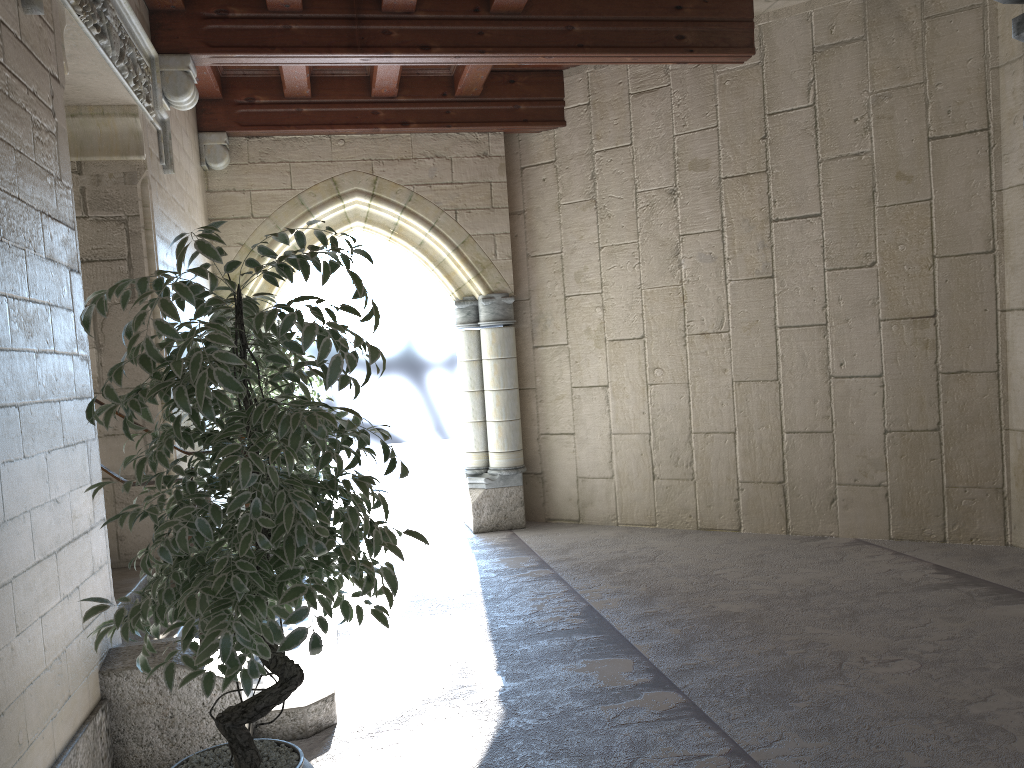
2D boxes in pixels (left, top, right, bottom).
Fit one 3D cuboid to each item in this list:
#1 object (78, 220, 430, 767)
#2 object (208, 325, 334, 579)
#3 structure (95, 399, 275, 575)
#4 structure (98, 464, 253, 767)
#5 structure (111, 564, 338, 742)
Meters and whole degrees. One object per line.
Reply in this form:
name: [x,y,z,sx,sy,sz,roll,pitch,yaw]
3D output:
object: [-0.620,0.435,2.175,0.787,1.623,0.748,-3,4,20]
object: [-1.461,0.412,5.419,0.786,1.623,0.749,-5,4,-15]
structure: [-1.636,0.629,4.326,0.887,1.265,0.472,-4,4,-11]
structure: [-1.366,0.645,2.945,0.887,1.265,0.475,-4,4,-11]
structure: [-2.035,0.905,3.538,2.571,0.812,1.459,-4,2,-11]
